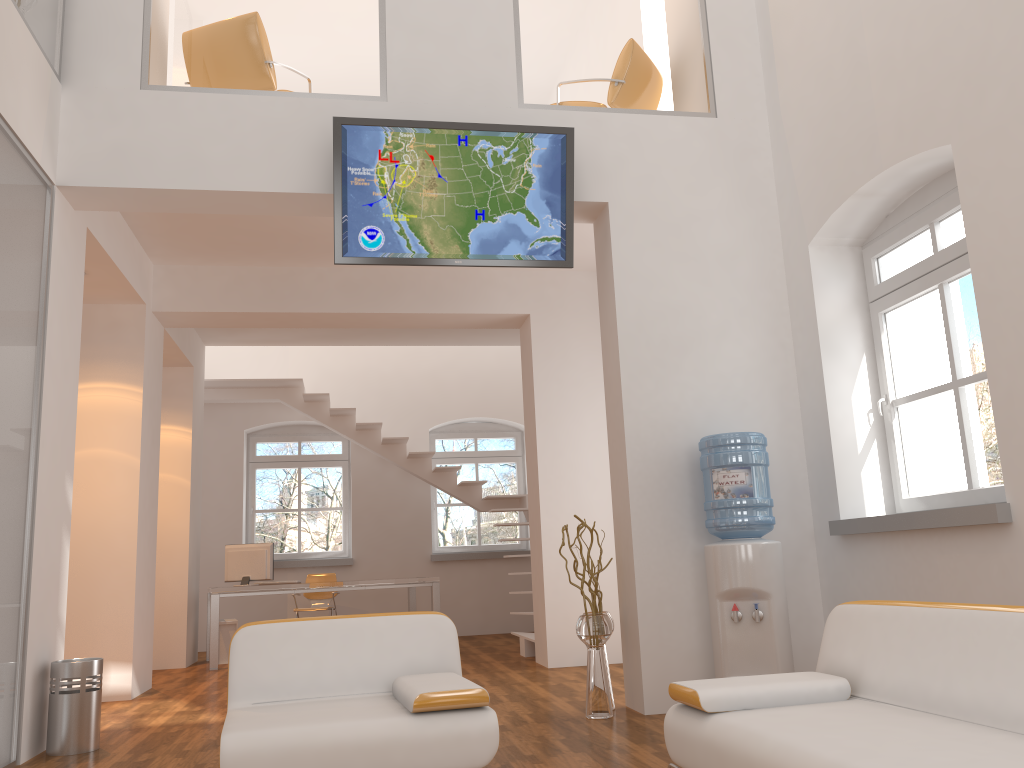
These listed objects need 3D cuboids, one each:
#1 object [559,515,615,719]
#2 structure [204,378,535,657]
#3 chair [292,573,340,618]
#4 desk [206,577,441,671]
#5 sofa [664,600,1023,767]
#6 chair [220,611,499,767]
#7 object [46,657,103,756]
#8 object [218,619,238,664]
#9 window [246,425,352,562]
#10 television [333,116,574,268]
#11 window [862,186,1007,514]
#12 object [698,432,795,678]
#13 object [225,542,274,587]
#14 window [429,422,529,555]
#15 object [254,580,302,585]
[{"bbox_3d":[0.469,1.326,5.199,0.284,1.112,0.655,-5,-12,10],"label":"object"},{"bbox_3d":[-1.341,1.295,9.433,4.630,3.042,3.450,0,-12,-10],"label":"structure"},{"bbox_3d":[-2.231,2.588,10.116,0.495,0.829,0.464,-4,-12,4],"label":"chair"},{"bbox_3d":[-1.969,2.440,9.209,2.239,0.750,1.092,2,-12,-20],"label":"desk"},{"bbox_3d":[1.117,0.912,2.186,0.825,0.661,2.010,0,-12,-12],"label":"sofa"},{"bbox_3d":[-0.590,1.217,3.306,0.923,0.661,0.825,1,-12,-15],"label":"chair"},{"bbox_3d":[-2.273,1.671,4.615,0.248,0.450,0.248,-10,-14,32],"label":"object"},{"bbox_3d":[-2.926,2.632,9.070,0.200,0.422,0.474,2,-12,-20],"label":"object"},{"bbox_3d":[-2.716,1.384,11.317,1.308,1.737,0.142,0,-12,-10],"label":"window"},{"bbox_3d":[-0.322,-1.091,5.120,1.388,0.803,0.266,0,-12,-10],"label":"television"},{"bbox_3d":[2.255,-0.161,4.551,0.142,1.627,1.302,0,-12,-10],"label":"window"},{"bbox_3d":[1.272,1.024,4.849,0.436,1.490,0.436,3,-13,-25],"label":"object"},{"bbox_3d":[-2.689,1.824,8.952,0.516,0.418,0.245,-7,-12,19],"label":"object"},{"bbox_3d":[-0.461,1.365,11.733,1.308,1.737,0.142,0,-12,-10],"label":"window"},{"bbox_3d":[-2.475,2.097,9.370,0.467,0.031,0.200,-3,-11,-1],"label":"object"}]
